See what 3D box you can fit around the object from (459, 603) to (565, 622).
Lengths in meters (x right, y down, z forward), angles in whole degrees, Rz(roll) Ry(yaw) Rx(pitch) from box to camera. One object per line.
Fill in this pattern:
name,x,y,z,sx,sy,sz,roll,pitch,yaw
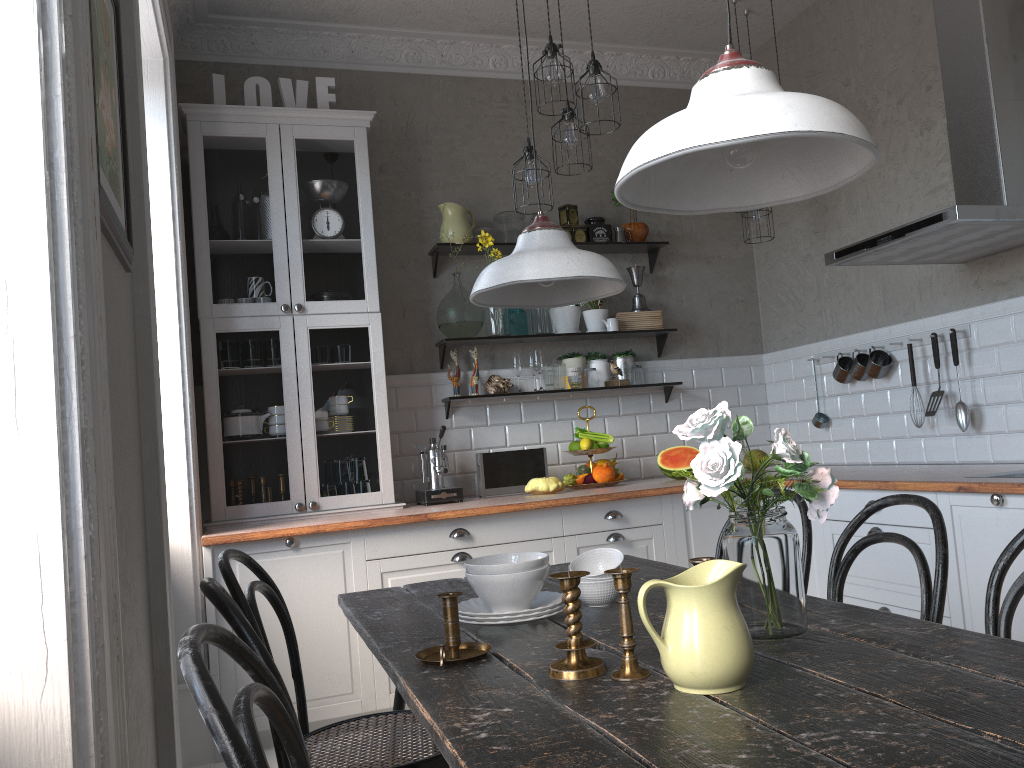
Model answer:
object,-0.002,0.479,1.864,0.232,0.027,0.242,-8,-5,40

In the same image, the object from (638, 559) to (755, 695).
object,0.275,0.350,1.282,0.133,0.170,0.152,-7,-5,33

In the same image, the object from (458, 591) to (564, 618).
object,-0.002,0.471,1.865,0.237,0.027,0.238,-5,-4,5

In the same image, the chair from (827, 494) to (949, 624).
chair,0.661,0.719,1.865,0.554,0.920,0.434,-4,-4,-11

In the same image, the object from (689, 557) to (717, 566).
object,0.305,0.356,1.378,0.059,0.167,0.059,-4,-4,-5

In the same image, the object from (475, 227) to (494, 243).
object,-0.144,-0.771,4.711,0.104,0.111,0.102,-4,-4,-18

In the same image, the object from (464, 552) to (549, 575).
object,-0.007,0.415,1.868,0.183,0.094,0.176,-3,-5,-27

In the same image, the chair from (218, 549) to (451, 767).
chair,-0.361,0.821,2.057,0.552,0.920,0.436,-4,-4,-6

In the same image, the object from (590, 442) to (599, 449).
object,0.412,0.328,4.528,0.064,0.061,0.066,-4,-4,-18

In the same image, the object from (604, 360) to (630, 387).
object,0.572,-0.056,4.834,0.098,0.146,0.121,-8,-5,40

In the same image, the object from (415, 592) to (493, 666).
object,-0.108,0.435,1.594,0.142,0.112,0.136,-2,-5,-35

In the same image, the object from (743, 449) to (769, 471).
object,1.320,0.412,4.785,0.129,0.119,0.208,-8,-5,35

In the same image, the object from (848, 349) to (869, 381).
object,1.720,-0.094,4.349,0.110,0.161,0.135,-4,-4,-16

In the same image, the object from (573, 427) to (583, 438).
object,0.352,0.248,4.551,0.074,0.058,0.050,-1,-5,-41

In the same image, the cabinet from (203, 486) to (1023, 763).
cabinet,0.976,0.831,3.416,4.123,0.854,2.023,-7,-5,28

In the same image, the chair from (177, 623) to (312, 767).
chair,-0.080,0.725,1.071,0.554,0.920,0.434,-4,-4,-11

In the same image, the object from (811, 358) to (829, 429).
object,1.624,0.049,4.710,0.078,0.378,0.081,-4,-4,-18

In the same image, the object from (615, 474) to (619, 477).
object,0.478,0.487,4.661,0.214,0.044,0.054,-6,-4,19

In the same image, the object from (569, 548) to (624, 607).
object,0.191,0.433,1.978,0.125,0.119,0.127,-5,-4,-2

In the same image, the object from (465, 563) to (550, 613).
object,-0.005,0.435,1.867,0.183,0.094,0.176,-3,-5,-27

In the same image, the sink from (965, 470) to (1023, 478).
sink,1.883,0.180,2.950,0.535,0.720,0.480,-4,-4,-18

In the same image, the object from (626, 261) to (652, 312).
object,0.707,-0.538,4.975,0.133,0.287,0.128,-2,-5,-33

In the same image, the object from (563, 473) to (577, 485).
object,0.303,0.492,4.554,0.076,0.072,0.153,-6,-4,12

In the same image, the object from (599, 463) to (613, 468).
object,0.477,0.442,4.545,0.088,0.078,0.088,-5,-4,8

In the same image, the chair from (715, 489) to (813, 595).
chair,0.541,0.762,2.326,0.557,0.920,0.431,-3,-4,-21

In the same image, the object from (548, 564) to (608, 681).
object,0.098,0.375,1.419,0.098,0.172,0.094,-2,-5,-37

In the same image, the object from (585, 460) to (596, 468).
object,0.412,0.444,4.643,0.086,0.093,0.085,-3,-4,-22

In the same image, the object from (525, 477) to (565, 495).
object,0.159,0.494,4.310,0.199,0.083,0.187,-4,-4,-18

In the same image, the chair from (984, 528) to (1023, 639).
chair,0.816,0.669,1.363,0.557,0.920,0.431,-3,-4,-21

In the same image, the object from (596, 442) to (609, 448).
object,0.456,0.330,4.579,0.077,0.062,0.098,-1,-6,-45

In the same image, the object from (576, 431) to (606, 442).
object,0.427,0.279,4.640,0.180,0.096,0.088,-5,-4,1

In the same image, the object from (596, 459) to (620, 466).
object,0.497,0.418,4.630,0.129,0.056,0.058,-3,-4,-26

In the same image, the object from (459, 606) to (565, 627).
object,-0.001,0.488,1.864,0.237,0.027,0.237,-5,-4,0

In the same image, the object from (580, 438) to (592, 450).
object,0.375,0.307,4.502,0.059,0.069,0.079,-5,-4,2

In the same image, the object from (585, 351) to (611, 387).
object,0.474,-0.077,4.894,0.172,0.214,0.148,-6,-4,11

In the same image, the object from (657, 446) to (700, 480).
object,0.867,0.407,4.554,0.235,0.174,0.218,-5,-4,4

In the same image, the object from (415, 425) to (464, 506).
object,-0.351,0.392,4.268,0.208,0.370,0.349,-4,-4,-18

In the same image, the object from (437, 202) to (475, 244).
object,-0.285,-0.820,4.608,0.191,0.216,0.172,-5,-4,-4

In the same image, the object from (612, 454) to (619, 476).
object,0.526,0.422,4.632,0.061,0.120,0.126,-5,-4,6

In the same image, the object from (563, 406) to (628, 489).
object,0.402,0.323,4.583,0.359,0.425,0.345,-2,-5,-33

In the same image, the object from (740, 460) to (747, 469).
object,1.130,0.411,4.590,0.229,0.127,0.145,-2,-5,-35

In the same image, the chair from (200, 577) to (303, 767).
chair,-0.241,0.777,1.593,0.557,0.920,0.431,-3,-4,-21

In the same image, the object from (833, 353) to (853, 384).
object,1.683,-0.082,4.470,0.109,0.161,0.136,-4,-4,-6

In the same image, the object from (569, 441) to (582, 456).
object,0.341,0.330,4.567,0.097,0.078,0.099,-2,-5,-31

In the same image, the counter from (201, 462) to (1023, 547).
counter,0.551,0.436,3.156,3.203,0.039,3.347,-4,-4,-18

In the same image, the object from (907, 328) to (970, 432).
object,1.841,-0.005,3.862,0.082,0.443,0.325,-4,-4,-17

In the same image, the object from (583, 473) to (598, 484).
object,0.363,0.500,4.551,0.071,0.076,0.224,-2,-5,-35

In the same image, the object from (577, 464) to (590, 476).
object,0.381,0.458,4.638,0.078,0.076,0.155,-5,-4,9

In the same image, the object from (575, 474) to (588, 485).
object,0.352,0.490,4.532,0.084,0.057,0.089,-6,-4,14

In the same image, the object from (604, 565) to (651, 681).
object,0.176,0.364,1.371,0.062,0.172,0.062,-5,-4,3

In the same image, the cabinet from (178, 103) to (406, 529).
cabinet,-1.045,-0.308,4.214,0.891,1.920,0.383,-3,-4,-19

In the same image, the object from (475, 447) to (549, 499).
object,0.003,0.448,4.474,0.356,0.226,0.087,-4,-4,-19

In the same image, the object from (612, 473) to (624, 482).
object,0.530,0.484,4.551,0.088,0.051,0.069,-7,-5,29

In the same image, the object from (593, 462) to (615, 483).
object,0.461,0.449,4.460,0.109,0.110,0.115,-8,-5,39

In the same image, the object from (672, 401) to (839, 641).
object,0.436,0.233,1.561,0.316,0.414,0.248,-3,-4,-20

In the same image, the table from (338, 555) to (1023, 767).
table,0.236,0.839,1.725,0.917,0.735,1.895,-4,-4,-17

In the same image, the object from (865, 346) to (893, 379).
object,1.747,-0.105,4.226,0.108,0.161,0.136,-5,-4,-1

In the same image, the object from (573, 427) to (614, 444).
object,0.419,0.264,4.567,0.213,0.101,0.066,-4,-4,-13
